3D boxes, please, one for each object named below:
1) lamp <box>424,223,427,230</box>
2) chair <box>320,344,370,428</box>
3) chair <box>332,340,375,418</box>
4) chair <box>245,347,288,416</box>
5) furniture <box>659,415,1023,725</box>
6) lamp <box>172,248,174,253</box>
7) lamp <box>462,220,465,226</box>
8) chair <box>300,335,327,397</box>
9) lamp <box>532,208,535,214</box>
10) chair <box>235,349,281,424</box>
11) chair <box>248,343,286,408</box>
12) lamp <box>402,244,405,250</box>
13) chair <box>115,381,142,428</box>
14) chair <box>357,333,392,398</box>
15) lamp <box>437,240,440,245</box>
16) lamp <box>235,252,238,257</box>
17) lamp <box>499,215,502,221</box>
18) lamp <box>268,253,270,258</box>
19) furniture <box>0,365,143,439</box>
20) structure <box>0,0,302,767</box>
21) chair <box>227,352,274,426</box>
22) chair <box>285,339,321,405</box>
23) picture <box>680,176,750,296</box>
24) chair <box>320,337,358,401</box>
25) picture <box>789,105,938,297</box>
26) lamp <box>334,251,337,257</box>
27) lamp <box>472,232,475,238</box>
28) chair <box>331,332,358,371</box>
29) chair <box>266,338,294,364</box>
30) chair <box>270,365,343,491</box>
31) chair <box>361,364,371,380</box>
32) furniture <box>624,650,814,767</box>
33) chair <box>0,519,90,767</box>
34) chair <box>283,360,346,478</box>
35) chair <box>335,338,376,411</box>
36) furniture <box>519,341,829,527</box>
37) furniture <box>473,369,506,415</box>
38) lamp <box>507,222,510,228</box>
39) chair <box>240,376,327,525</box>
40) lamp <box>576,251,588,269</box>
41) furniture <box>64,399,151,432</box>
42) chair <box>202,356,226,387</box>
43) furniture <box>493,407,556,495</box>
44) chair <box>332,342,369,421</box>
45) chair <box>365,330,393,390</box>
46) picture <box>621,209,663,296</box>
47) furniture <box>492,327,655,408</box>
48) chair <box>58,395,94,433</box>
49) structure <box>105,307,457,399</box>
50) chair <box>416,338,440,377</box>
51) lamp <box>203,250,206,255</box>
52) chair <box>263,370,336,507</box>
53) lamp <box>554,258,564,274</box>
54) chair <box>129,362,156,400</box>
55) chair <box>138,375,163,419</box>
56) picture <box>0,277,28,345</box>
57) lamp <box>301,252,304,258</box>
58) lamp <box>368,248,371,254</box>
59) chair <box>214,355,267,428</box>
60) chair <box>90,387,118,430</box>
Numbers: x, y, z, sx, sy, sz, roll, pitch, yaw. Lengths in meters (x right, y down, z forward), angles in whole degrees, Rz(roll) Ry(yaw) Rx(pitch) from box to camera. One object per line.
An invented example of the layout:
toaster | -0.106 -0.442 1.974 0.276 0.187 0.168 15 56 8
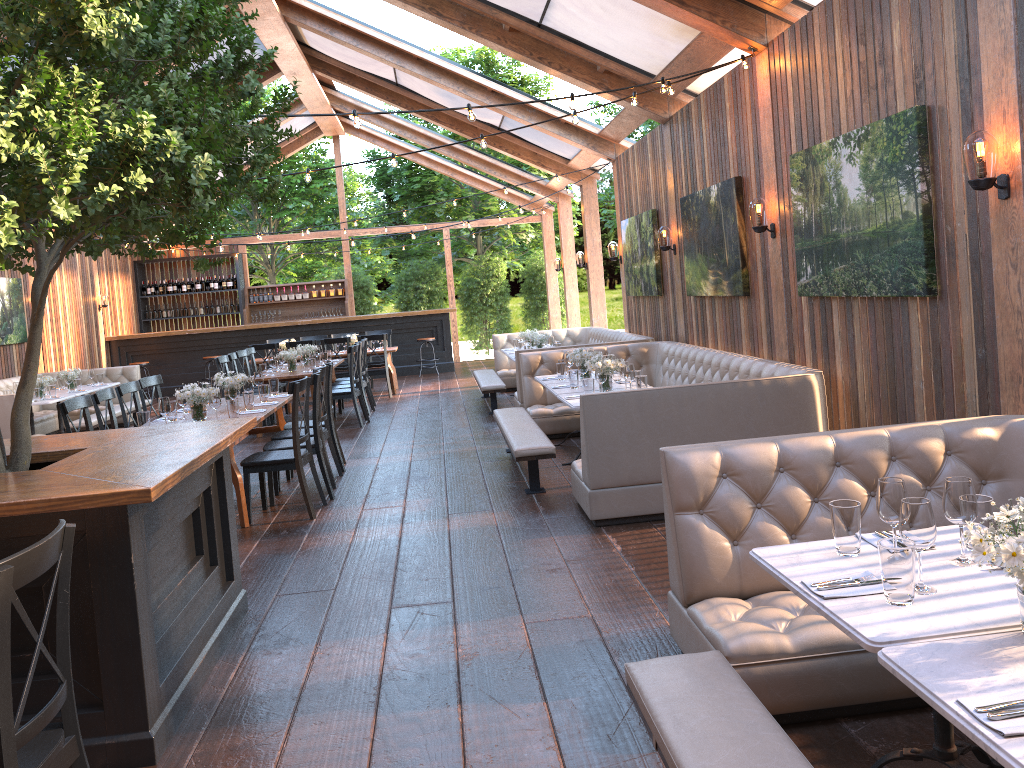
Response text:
lamp | -1.622 -2.951 16.574 0.056 0.121 0.056 -4 3 12
chair | -2.145 0.028 11.212 0.539 1.017 0.479 -4 3 3
chair | -2.246 -0.083 12.322 0.539 1.017 0.479 -5 3 1
chair | -3.553 -0.025 12.771 0.540 1.017 0.479 -5 3 -5
furniture | 1.668 0.817 1.737 1.710 0.856 4.175 -5 6 -5
lamp | -7.467 -2.946 19.479 0.056 0.117 0.067 -6 3 -19
lamp | -0.925 -3.073 16.872 0.056 0.121 0.056 -5 3 -11
chair | -3.437 -0.318 15.414 0.477 1.017 0.541 -5 3 -5
lamp | 0.428 -3.413 17.473 0.056 0.117 0.067 -4 3 3
chair | -3.504 0.031 12.213 0.539 1.017 0.479 -5 3 0
chair | -3.882 -0.142 14.111 0.477 1.017 0.541 -5 3 -5
lamp | -2.260 -2.843 18.412 0.056 0.121 0.056 -7 4 -43
chair | -3.104 0.483 7.697 0.540 1.017 0.479 -5 3 -5
chair | -2.213 -0.293 14.254 0.478 1.017 0.541 -5 3 -10
lamp | -1.520 -2.923 18.261 0.056 0.120 0.056 -7 4 -39
lamp | -5.979 -2.808 19.191 0.056 0.119 0.062 -5 3 1
lamp | -0.234 -3.224 17.168 0.056 0.121 0.056 -6 3 -27
lamp | -5.233 -2.768 19.038 0.056 0.119 0.061 -5 3 -5
furniture | -6.413 0.407 11.654 1.710 0.856 4.175 -5 6 -5
structure | -2.247 -0.506 3.747 2.713 3.685 2.863 -4 4 4
chair | -3.454 0.087 11.656 0.540 1.017 0.478 -5 3 -10
chair | -3.326 -0.192 14.159 0.478 1.017 0.541 -5 3 -10
picture | 1.834 -1.306 8.155 0.065 0.994 1.657 -5 5 -5
chair | -2.769 -0.242 14.206 0.477 1.017 0.541 -5 3 -5
picture | 2.082 -1.033 5.425 0.065 0.994 1.657 -5 5 -5
lamp | -3.740 -2.756 18.724 0.059 0.119 0.056 -7 4 -32
lamp | -0.785 -3.039 18.070 0.065 0.118 0.056 -5 3 -2
chair | -2.880 -0.368 15.461 0.478 1.017 0.541 -5 3 -10
chair | -3.993 -0.268 15.366 0.478 1.017 0.541 -5 3 -10
chair | -1.835 0.369 7.806 0.539 1.017 0.479 -5 3 -2
chair | -3.017 -0.408 17.264 0.467 0.733 0.470 -3 4 19
furniture | 0.618 1.145 1.634 0.313 0.397 2.338 -5 6 -5
chair | -1.387 0.927 2.274 0.540 1.017 0.479 -5 3 -5
chair | -1.884 0.313 8.363 0.540 1.017 0.478 -5 3 -10
chair | -2.301 -0.138 12.879 0.540 1.017 0.479 -5 3 -5
furniture | 1.134 0.214 7.761 1.710 0.856 4.175 -5 6 -5
furniture | -0.316 0.088 12.180 0.313 0.397 2.338 -5 6 -5
lamp | -0.065 -3.213 17.911 0.056 0.120 0.056 -4 3 4
chair | -1.748 0.482 6.689 0.539 1.017 0.479 -5 3 0
lamp | 1.173 -2.086 14.962 0.178 0.319 0.146 -5 3 -5
furniture | -5.291 0.537 11.753 0.313 0.397 2.338 -5 6 -5
chair | -5.734 -0.163 17.031 0.469 0.733 0.468 -6 4 -21
furniture | 0.082 0.539 7.681 0.313 0.397 2.338 -5 6 -5
chair | -2.224 -0.026 11.775 0.540 1.017 0.478 -5 3 -8
chair | -2.325 -0.418 15.509 0.477 1.017 0.541 -5 3 0
picture | 1.582 -1.583 10.933 0.065 0.994 1.657 -5 5 -5
furniture | 0.735 -0.238 12.274 1.710 0.856 4.175 -5 6 -5
chair | -3.005 0.595 6.581 0.540 1.017 0.479 -5 3 -5
structure | -4.467 -0.623 17.835 6.804 1.272 0.859 -5 4 -5
chair | -1.659 -0.530 17.381 0.469 0.733 0.469 -6 4 -17
lamp | -6.726 -2.868 19.348 0.056 0.119 0.058 -2 4 40
chair | -1.761 0.423 7.249 0.540 1.017 0.478 -5 3 -10
lamp | 0.930 -2.362 17.710 0.178 0.319 0.146 -5 3 -5
chair | -7.092 -0.041 16.915 0.468 0.733 0.469 -4 3 2
chair | -3.153 0.428 8.254 0.539 1.017 0.479 -5 3 0
picture | -7.514 -1.060 12.909 0.065 0.994 1.657 -5 5 -5
lamp | -4.483 -2.752 18.900 0.056 0.121 0.056 -3 3 28
lamp | -2.997 -2.790 18.581 0.056 0.121 0.056 -7 4 -36
chair | -3.405 0.143 11.098 0.540 1.017 0.479 -5 3 -5
chair | -3.054 0.539 7.139 0.540 1.017 0.478 -5 3 -10
